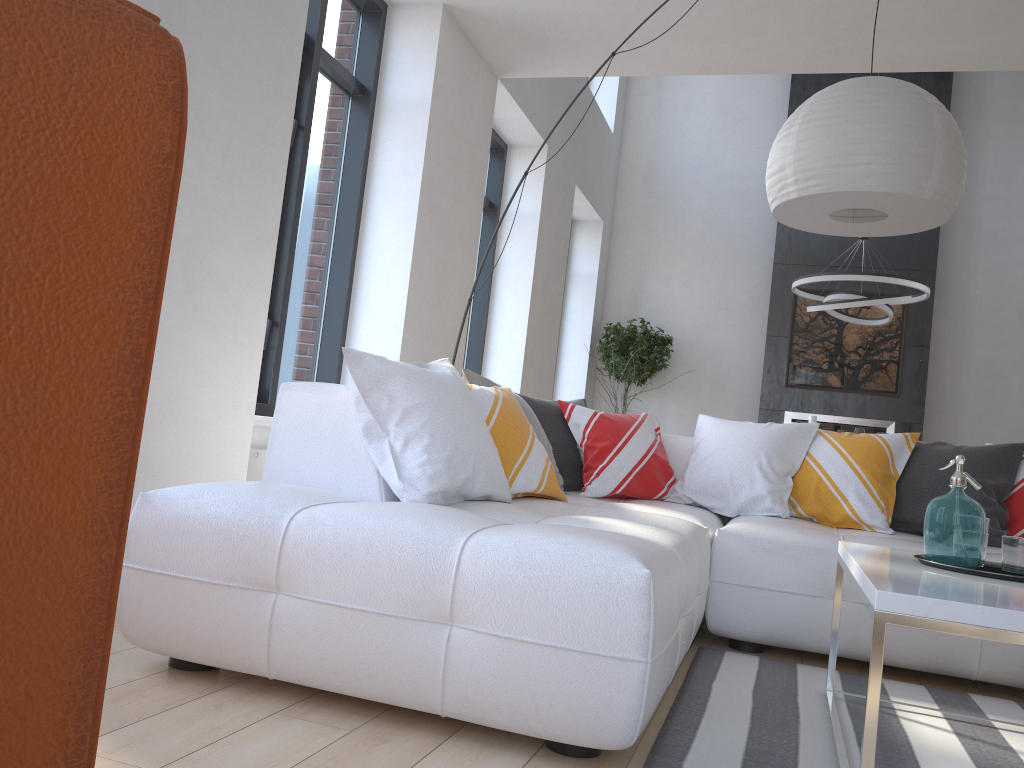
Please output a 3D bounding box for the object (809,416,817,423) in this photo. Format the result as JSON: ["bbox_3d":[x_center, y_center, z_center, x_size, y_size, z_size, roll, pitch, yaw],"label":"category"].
[{"bbox_3d":[1.333,0.343,4.237,0.316,0.398,0.319,3,-5,41],"label":"object"}]

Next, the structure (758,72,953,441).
[{"bbox_3d":[3.383,-1.645,8.677,1.500,6.351,0.722,5,-4,18],"label":"structure"}]

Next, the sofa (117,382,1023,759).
[{"bbox_3d":[1.091,0.561,2.791,3.424,0.732,2.614,5,-4,17],"label":"sofa"}]

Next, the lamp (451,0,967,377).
[{"bbox_3d":[0.279,-0.432,3.851,0.710,2.647,3.199,9,-4,-36],"label":"lamp"}]

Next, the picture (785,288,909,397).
[{"bbox_3d":[3.249,-0.413,8.626,1.056,0.990,0.026,5,-4,18],"label":"picture"}]

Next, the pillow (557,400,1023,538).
[{"bbox_3d":[1.273,0.387,3.613,2.250,0.449,0.575,6,-4,15],"label":"pillow"}]

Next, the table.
[{"bbox_3d":[1.262,0.659,1.822,1.091,0.435,1.091,5,-4,18],"label":"table"}]

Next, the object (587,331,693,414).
[{"bbox_3d":[0.561,0.101,4.581,0.607,0.744,0.406,9,-4,-32],"label":"object"}]

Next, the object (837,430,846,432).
[{"bbox_3d":[2.624,0.478,7.077,0.083,0.220,0.083,8,-4,-22],"label":"object"}]

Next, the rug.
[{"bbox_3d":[1.494,0.911,1.854,2.326,0.016,1.662,5,-4,17],"label":"rug"}]

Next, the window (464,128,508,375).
[{"bbox_3d":[-0.440,-0.826,6.582,0.170,2.402,1.310,5,-4,18],"label":"window"}]

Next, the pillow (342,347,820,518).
[{"bbox_3d":[0.354,0.220,3.078,0.580,0.456,2.156,3,-5,43],"label":"pillow"}]

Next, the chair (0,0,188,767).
[{"bbox_3d":[-0.761,0.137,0.424,0.843,0.858,0.896,9,-5,-40],"label":"chair"}]

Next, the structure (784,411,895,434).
[{"bbox_3d":[3.188,0.507,8.707,1.010,0.651,0.295,5,-4,18],"label":"structure"}]

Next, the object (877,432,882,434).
[{"bbox_3d":[2.819,0.482,6.785,0.083,0.220,0.083,10,-5,-44],"label":"object"}]

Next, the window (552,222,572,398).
[{"bbox_3d":[0.233,-0.614,8.770,0.170,2.402,1.310,5,-4,18],"label":"window"}]

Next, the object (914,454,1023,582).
[{"bbox_3d":[1.124,0.305,2.061,0.330,0.265,0.330,3,-5,42],"label":"object"}]

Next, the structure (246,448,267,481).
[{"bbox_3d":[-0.970,0.551,4.229,0.110,0.460,1.015,5,-4,18],"label":"structure"}]

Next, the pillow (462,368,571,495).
[{"bbox_3d":[1.270,0.335,3.270,2.953,0.453,0.647,6,-4,5],"label":"pillow"}]

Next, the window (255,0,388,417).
[{"bbox_3d":[-1.114,-1.039,4.394,0.170,2.402,1.310,5,-4,18],"label":"window"}]

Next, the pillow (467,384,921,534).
[{"bbox_3d":[0.613,0.279,3.255,2.095,0.440,0.630,8,-4,-25],"label":"pillow"}]

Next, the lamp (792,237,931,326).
[{"bbox_3d":[2.924,-2.727,7.007,1.000,4.513,1.000,5,-4,19],"label":"lamp"}]

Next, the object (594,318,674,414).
[{"bbox_3d":[1.182,0.306,9.114,0.801,2.019,0.813,5,-4,21],"label":"object"}]

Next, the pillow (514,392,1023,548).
[{"bbox_3d":[0.963,0.331,3.705,2.120,0.436,0.608,6,-4,13],"label":"pillow"}]

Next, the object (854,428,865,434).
[{"bbox_3d":[2.546,0.434,6.515,0.083,0.220,0.083,7,-4,-11],"label":"object"}]
